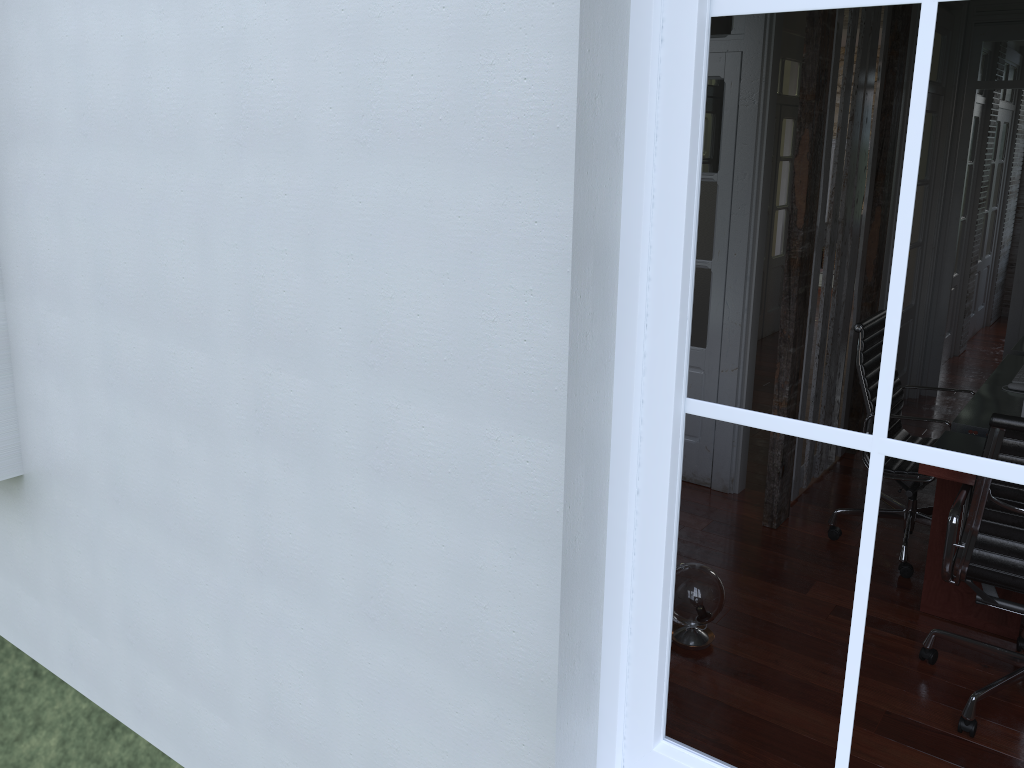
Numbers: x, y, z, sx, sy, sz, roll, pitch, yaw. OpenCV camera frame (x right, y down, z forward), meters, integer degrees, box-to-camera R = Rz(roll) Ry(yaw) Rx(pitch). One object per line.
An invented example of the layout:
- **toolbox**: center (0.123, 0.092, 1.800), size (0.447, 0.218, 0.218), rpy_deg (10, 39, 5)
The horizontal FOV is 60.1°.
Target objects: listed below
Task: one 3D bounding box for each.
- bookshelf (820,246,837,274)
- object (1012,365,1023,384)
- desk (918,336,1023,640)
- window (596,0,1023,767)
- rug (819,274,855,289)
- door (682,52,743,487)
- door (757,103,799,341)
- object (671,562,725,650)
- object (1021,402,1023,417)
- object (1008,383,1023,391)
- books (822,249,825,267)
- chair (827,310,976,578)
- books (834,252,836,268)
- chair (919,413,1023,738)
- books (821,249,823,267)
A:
- **bookshelf**: center (4.487, -1.770, 12.060), size (1.407, 0.543, 0.403), rpy_deg (12, 18, 35)
- **object**: center (2.425, -0.049, 4.122), size (0.119, 0.017, 0.442), rpy_deg (12, 19, 34)
- **desk**: center (2.630, 0.463, 3.673), size (1.307, 0.719, 2.527), rpy_deg (12, 19, 34)
- **window**: center (0.785, -0.123, 0.882), size (1.535, 1.961, 0.128), rpy_deg (11, 16, 35)
- **rug**: center (4.268, -1.294, 11.329), size (1.073, 0.016, 1.076), rpy_deg (12, 19, 35)
- **door**: center (0.653, -0.602, 4.689), size (1.062, 2.153, 0.041), rpy_deg (11, 16, 35)
- **door**: center (2.290, -1.423, 7.885), size (0.041, 2.060, 1.085), rpy_deg (10, 16, 35)
- **object**: center (0.646, 0.823, 3.202), size (0.235, 0.378, 0.223), rpy_deg (4, 14, 14)
- **object**: center (2.004, 0.030, 2.964), size (0.486, 0.479, 0.191), rpy_deg (11, 17, 35)
- **object**: center (2.225, 0.013, 3.867), size (0.107, 0.028, 0.059), rpy_deg (12, 19, 34)
- **books**: center (4.326, -1.752, 12.219), size (0.044, 0.267, 0.141), rpy_deg (10, 16, 35)
- **chair**: center (1.808, 0.244, 3.878), size (0.701, 1.010, 0.671), rpy_deg (9, 16, 30)
- **books**: center (4.447, -1.711, 12.160), size (0.057, 0.225, 0.172), rpy_deg (10, 17, 35)
- **chair**: center (1.694, 0.546, 2.797), size (0.669, 1.010, 0.704), rpy_deg (12, 18, 39)
- **books**: center (4.296, -1.744, 12.267), size (0.057, 0.226, 0.190), rpy_deg (10, 17, 35)
